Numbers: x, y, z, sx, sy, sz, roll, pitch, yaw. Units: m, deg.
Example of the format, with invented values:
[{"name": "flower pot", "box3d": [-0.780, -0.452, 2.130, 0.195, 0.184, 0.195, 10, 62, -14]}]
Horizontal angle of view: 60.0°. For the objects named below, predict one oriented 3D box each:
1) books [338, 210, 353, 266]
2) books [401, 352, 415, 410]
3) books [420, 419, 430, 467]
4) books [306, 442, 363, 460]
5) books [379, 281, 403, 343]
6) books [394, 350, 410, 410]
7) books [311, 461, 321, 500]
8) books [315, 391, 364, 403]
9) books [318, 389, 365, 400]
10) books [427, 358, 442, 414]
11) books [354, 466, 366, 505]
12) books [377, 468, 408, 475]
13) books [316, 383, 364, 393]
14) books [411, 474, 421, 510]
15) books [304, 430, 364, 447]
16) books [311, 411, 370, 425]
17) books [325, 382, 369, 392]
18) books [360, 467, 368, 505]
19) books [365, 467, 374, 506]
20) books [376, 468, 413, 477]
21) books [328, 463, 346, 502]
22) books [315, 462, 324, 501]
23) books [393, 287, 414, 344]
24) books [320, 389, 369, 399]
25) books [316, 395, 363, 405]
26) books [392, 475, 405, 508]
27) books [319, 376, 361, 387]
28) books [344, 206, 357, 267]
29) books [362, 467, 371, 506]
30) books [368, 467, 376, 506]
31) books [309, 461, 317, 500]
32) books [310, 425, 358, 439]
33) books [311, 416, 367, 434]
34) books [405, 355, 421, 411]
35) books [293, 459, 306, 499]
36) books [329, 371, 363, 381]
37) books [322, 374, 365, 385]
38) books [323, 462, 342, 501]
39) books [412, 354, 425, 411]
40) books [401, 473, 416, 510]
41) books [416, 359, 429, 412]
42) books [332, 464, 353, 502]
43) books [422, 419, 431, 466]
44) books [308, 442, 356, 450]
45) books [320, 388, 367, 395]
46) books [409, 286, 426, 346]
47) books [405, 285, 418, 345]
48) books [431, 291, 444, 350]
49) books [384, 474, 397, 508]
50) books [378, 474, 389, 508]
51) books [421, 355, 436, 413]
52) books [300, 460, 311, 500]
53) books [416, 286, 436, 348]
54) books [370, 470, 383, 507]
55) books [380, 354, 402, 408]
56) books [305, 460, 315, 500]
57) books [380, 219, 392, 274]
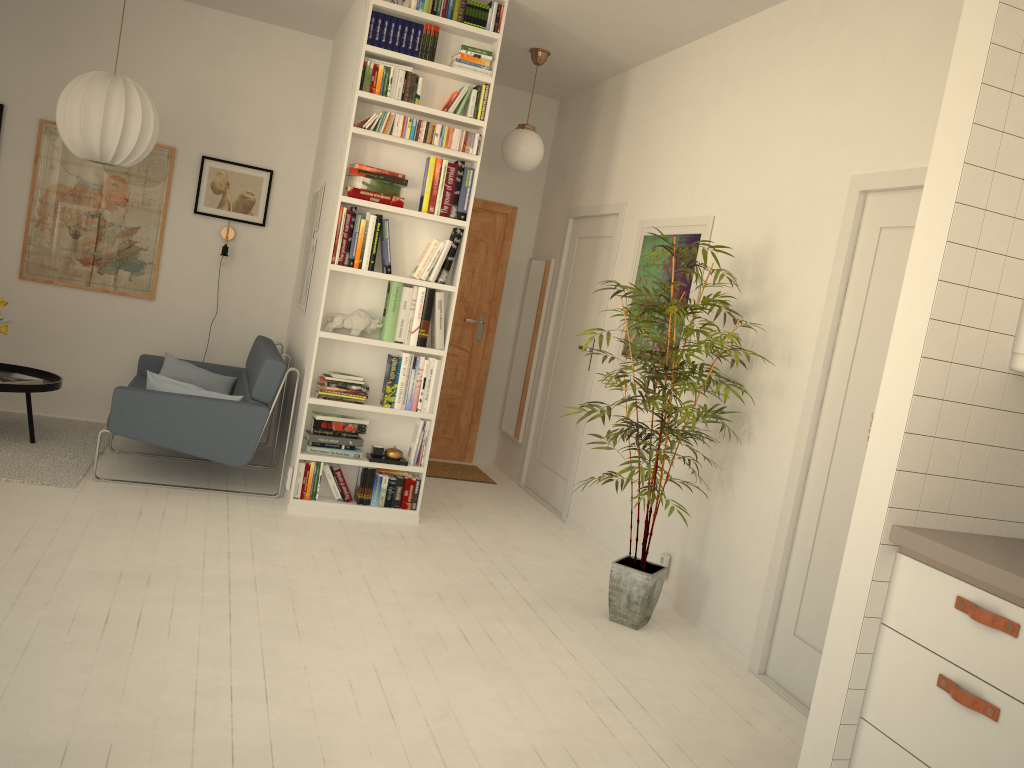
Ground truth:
[{"name": "books", "box3d": [-0.901, -0.776, 4.727, 0.032, 0.291, 0.203, 9, 5, -19]}, {"name": "books", "box3d": [-0.604, -0.026, 4.951, 0.027, 0.310, 0.229, 9, 5, -19]}, {"name": "books", "box3d": [-0.509, 0.321, 5.006, 0.007, 0.257, 0.181, 9, 5, -19]}, {"name": "books", "box3d": [-0.979, 0.359, 4.879, 0.297, 0.038, 0.204, 9, 5, -14]}, {"name": "books", "box3d": [-0.671, -0.399, 4.857, 0.056, 0.328, 0.229, 9, 5, -19]}, {"name": "books", "box3d": [-0.634, -0.031, 4.938, 0.037, 0.311, 0.241, 9, 5, -19]}, {"name": "books", "box3d": [-1.082, 0.508, 4.858, 0.021, 0.215, 0.174, 9, 5, -19]}, {"name": "books", "box3d": [-0.942, 0.065, 4.815, 0.246, 0.014, 0.173, 8, 6, -20]}, {"name": "books", "box3d": [-0.931, 0.054, 4.826, 0.248, 0.009, 0.171, 9, 5, -16]}, {"name": "books", "box3d": [-0.462, -0.001, 4.998, 0.039, 0.302, 0.229, 9, 5, -19]}, {"name": "books", "box3d": [-0.851, 0.542, 4.927, 0.015, 0.214, 0.202, 9, 5, -19]}, {"name": "books", "box3d": [-0.671, 0.484, 4.962, 0.165, 0.006, 0.103, 8, 6, -19]}, {"name": "books", "box3d": [-0.933, 0.021, 4.809, 0.237, 0.012, 0.120, 8, 6, -24]}, {"name": "books", "box3d": [-0.569, 0.601, 5.051, 0.032, 0.176, 0.230, 9, 5, -19]}, {"name": "books", "box3d": [-0.978, 0.295, 4.853, 0.297, 0.039, 0.165, 8, 6, -24]}, {"name": "books", "box3d": [-0.947, 0.181, 4.864, 0.297, 0.024, 0.162, 7, 6, -28]}, {"name": "books", "box3d": [-0.901, 0.005, 4.840, 0.235, 0.025, 0.163, 9, 5, -13]}, {"name": "books", "box3d": [-0.839, 0.543, 4.939, 0.015, 0.214, 0.202, 9, 5, -19]}, {"name": "books", "box3d": [-0.810, 0.548, 4.944, 0.015, 0.214, 0.202, 9, 5, -19]}, {"name": "books", "box3d": [-0.666, 0.492, 4.984, 0.193, 0.011, 0.130, 8, 6, -19]}, {"name": "books", "box3d": [-0.966, 0.537, 4.880, 0.118, 0.192, 0.118, 9, 5, -19]}, {"name": "books", "box3d": [-1.062, 0.512, 4.850, 0.010, 0.215, 0.194, 9, 5, -19]}, {"name": "books", "box3d": [-0.616, -0.381, 4.881, 0.065, 0.311, 0.200, 9, 5, -19]}, {"name": "books", "box3d": [-0.914, 0.042, 4.857, 0.255, 0.014, 0.197, 9, 5, -9]}, {"name": "books", "box3d": [-0.939, 0.078, 4.821, 0.247, 0.009, 0.170, 9, 5, -16]}, {"name": "books", "box3d": [-0.662, 0.591, 5.021, 0.050, 0.170, 0.221, 9, 5, -19]}, {"name": "books", "box3d": [-0.936, -0.018, 4.817, 0.221, 0.010, 0.169, 9, 5, -16]}, {"name": "books", "box3d": [-0.875, -0.785, 4.734, 0.021, 0.317, 0.179, 9, 5, -19]}, {"name": "books", "box3d": [-0.821, 0.547, 4.932, 0.015, 0.214, 0.202, 9, 5, -19]}, {"name": "books", "box3d": [-0.797, 0.549, 4.954, 0.015, 0.214, 0.202, 9, 5, -19]}, {"name": "books", "box3d": [-1.098, 0.510, 4.852, 0.012, 0.206, 0.194, 9, 5, -19]}, {"name": "books", "box3d": [-0.976, 0.259, 4.849, 0.247, 0.039, 0.143, 8, 6, -22]}, {"name": "books", "box3d": [-0.952, 0.219, 4.853, 0.285, 0.047, 0.185, 8, 6, -19]}, {"name": "books", "box3d": [-0.564, -0.009, 4.923, 0.035, 0.304, 0.150, 9, 5, -19]}, {"name": "books", "box3d": [-1.166, 0.507, 4.824, 0.039, 0.199, 0.185, 9, 5, -19]}, {"name": "books", "box3d": [-0.903, -0.044, 4.812, 0.166, 0.019, 0.127, 8, 6, -26]}, {"name": "books", "box3d": [-0.923, -0.031, 4.829, 0.212, 0.017, 0.165, 8, 6, -21]}, {"name": "books", "box3d": [-0.996, 0.528, 4.876, 0.135, 0.200, 0.134, 9, 5, -19]}, {"name": "books", "box3d": [-0.545, -0.014, 4.963, 0.025, 0.305, 0.213, 9, 5, -19]}, {"name": "books", "box3d": [-0.605, 0.597, 5.019, 0.056, 0.180, 0.202, 9, 5, -19]}, {"name": "books", "box3d": [-0.520, -0.002, 4.958, 0.022, 0.291, 0.209, 9, 5, -19]}, {"name": "books", "box3d": [-0.939, 0.544, 4.897, 0.131, 0.188, 0.136, 9, 5, -19]}, {"name": "books", "box3d": [-0.498, 0.324, 5.000, 0.011, 0.256, 0.139, 9, 5, -19]}, {"name": "books", "box3d": [-0.996, 0.322, 4.868, 0.241, 0.024, 0.168, 8, 6, -24]}, {"name": "books", "box3d": [-0.925, 0.031, 4.832, 0.250, 0.008, 0.135, 8, 6, -22]}, {"name": "books", "box3d": [-0.545, -0.381, 4.909, 0.037, 0.324, 0.240, 9, 5, -19]}, {"name": "books", "box3d": [-0.579, -0.386, 4.912, 0.023, 0.321, 0.236, 9, 5, -19]}, {"name": "books", "box3d": [-0.428, -0.360, 4.952, 0.099, 0.315, 0.229, 9, 5, -19]}, {"name": "books", "box3d": [-0.704, 0.589, 4.992, 0.048, 0.163, 0.209, 9, 5, -19]}, {"name": "books", "box3d": [-0.740, 0.577, 4.979, 0.032, 0.176, 0.222, 9, 5, -19]}, {"name": "books", "box3d": [-0.487, -0.003, 4.957, 0.037, 0.307, 0.161, 9, 5, -19]}, {"name": "books", "box3d": [-1.133, 0.507, 4.831, 0.026, 0.206, 0.187, 9, 5, -19]}, {"name": "books", "box3d": [-0.498, -0.375, 4.920, 0.056, 0.327, 0.202, 9, 5, -19]}, {"name": "books", "box3d": [-0.775, 0.570, 4.972, 0.044, 0.179, 0.224, 9, 5, -19]}, {"name": "books", "box3d": [-0.677, -0.022, 4.913, 0.057, 0.283, 0.200, 9, 5, -19]}, {"name": "books", "box3d": [-1.108, 0.509, 4.834, 0.020, 0.210, 0.185, 9, 5, -19]}, {"name": "books", "box3d": [-0.691, -0.743, 4.799, 0.093, 0.288, 0.200, 9, 5, -19]}]
